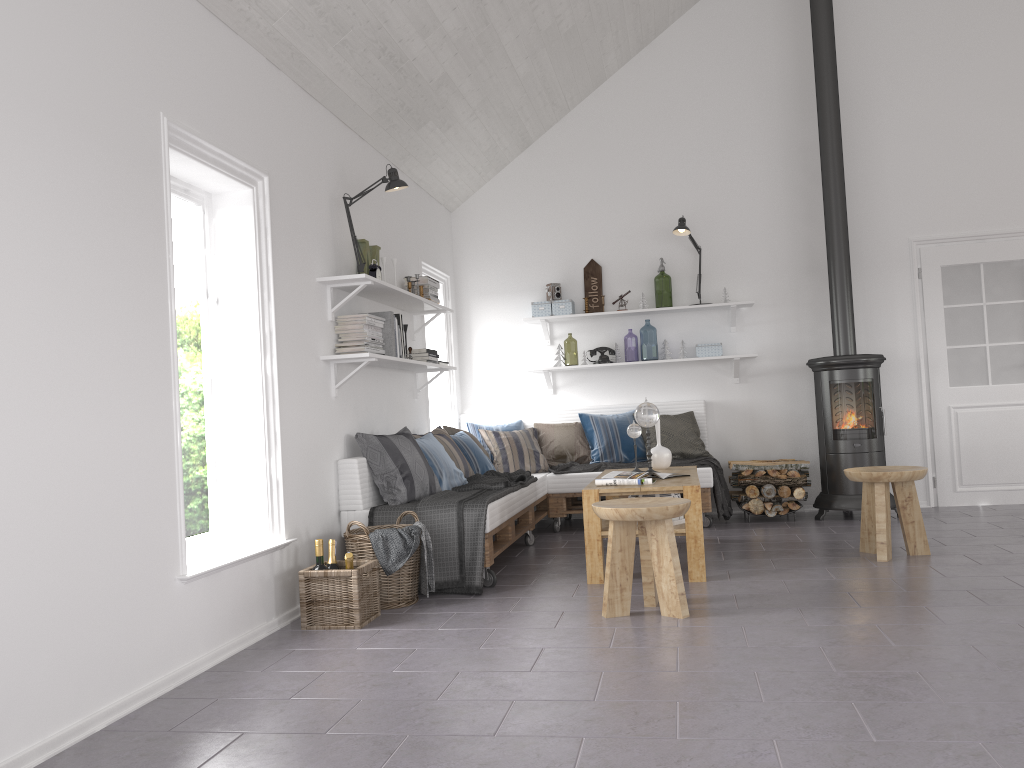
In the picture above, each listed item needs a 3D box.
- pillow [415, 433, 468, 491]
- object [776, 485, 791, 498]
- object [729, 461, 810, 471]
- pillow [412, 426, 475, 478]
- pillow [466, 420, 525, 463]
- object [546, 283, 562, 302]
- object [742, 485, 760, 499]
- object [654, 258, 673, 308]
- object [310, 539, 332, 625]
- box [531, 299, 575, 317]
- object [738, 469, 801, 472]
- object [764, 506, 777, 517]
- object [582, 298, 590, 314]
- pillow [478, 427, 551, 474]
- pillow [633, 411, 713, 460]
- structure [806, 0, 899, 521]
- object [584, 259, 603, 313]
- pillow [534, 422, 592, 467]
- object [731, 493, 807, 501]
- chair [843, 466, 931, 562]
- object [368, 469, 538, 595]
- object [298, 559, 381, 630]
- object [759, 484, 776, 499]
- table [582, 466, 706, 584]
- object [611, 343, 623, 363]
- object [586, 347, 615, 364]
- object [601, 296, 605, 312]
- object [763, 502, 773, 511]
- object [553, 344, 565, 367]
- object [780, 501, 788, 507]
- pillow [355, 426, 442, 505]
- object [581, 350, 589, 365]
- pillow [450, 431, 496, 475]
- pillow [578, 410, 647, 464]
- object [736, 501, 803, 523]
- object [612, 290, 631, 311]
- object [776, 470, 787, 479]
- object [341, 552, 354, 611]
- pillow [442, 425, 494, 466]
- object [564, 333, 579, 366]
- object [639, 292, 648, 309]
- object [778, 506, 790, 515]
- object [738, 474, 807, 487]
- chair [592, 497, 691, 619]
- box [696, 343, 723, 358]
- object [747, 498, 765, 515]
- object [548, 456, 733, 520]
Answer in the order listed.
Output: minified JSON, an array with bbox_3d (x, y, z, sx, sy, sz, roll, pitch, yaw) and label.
[{"bbox_3d":[-0.510,0.506,5.471,0.331,0.401,0.525,-4,-2,30],"label":"pillow"},{"bbox_3d":[2.012,0.793,6.684,0.102,0.102,0.561,-4,-2,10],"label":"object"},{"bbox_3d":[1.898,0.602,6.545,0.571,0.079,0.115,-4,-2,11],"label":"object"},{"bbox_3d":[-0.470,0.495,5.852,0.316,0.438,0.546,-4,-2,23],"label":"pillow"},{"bbox_3d":[-0.086,0.506,7.160,0.534,0.437,0.287,-3,-2,-17],"label":"pillow"},{"bbox_3d":[0.353,-0.751,7.311,0.121,0.157,0.117,-2,-2,-30],"label":"object"},{"bbox_3d":[1.803,0.798,6.748,0.103,0.107,0.516,-3,-2,9],"label":"object"},{"bbox_3d":[1.208,-0.805,7.098,0.136,0.415,0.136,-5,-3,44],"label":"object"},{"bbox_3d":[-0.854,0.884,3.962,0.095,0.377,0.095,-1,-3,-43],"label":"object"},{"bbox_3d":[0.344,-0.607,7.306,0.332,0.131,0.242,-4,-2,11],"label":"box"},{"bbox_3d":[1.986,0.703,6.857,0.483,0.097,0.123,-4,-2,13],"label":"object"},{"bbox_3d":[1.935,0.939,6.696,0.095,0.063,0.562,-4,-2,11],"label":"object"},{"bbox_3d":[0.606,-0.636,7.205,0.085,0.152,0.085,-4,-2,34],"label":"object"},{"bbox_3d":[0.031,0.530,6.887,0.516,0.392,0.358,-2,-2,-20],"label":"pillow"},{"bbox_3d":[1.240,0.409,6.845,0.519,0.395,0.334,-3,-2,-12],"label":"pillow"},{"bbox_3d":[2.385,-1.459,6.659,0.643,4.887,0.626,-3,-2,-13],"label":"structure"},{"bbox_3d":[0.671,-0.798,7.318,0.154,0.480,0.053,-4,-2,16],"label":"object"},{"bbox_3d":[0.421,0.489,6.994,0.521,0.381,0.366,-3,-2,7],"label":"pillow"},{"bbox_3d":[1.924,0.850,6.646,0.539,0.070,0.101,-4,-2,12],"label":"object"},{"bbox_3d":[2.078,0.708,4.899,0.431,0.479,0.431,-3,-2,7],"label":"chair"},{"bbox_3d":[-0.272,0.826,5.378,0.685,0.533,1.892,-4,-2,10],"label":"object"},{"bbox_3d":[-0.774,0.954,4.011,0.276,0.270,0.276,-4,-2,11],"label":"object"},{"bbox_3d":[1.910,0.789,6.703,0.110,0.109,0.463,-3,-2,9],"label":"object"},{"bbox_3d":[0.808,0.787,5.229,0.607,0.485,1.457,-4,-2,11],"label":"table"},{"bbox_3d":[0.848,-0.251,7.206,0.127,0.176,0.007,-4,-2,16],"label":"object"},{"bbox_3d":[0.720,-0.228,7.185,0.203,0.146,0.171,-4,-2,34],"label":"object"},{"bbox_3d":[0.742,-0.642,7.198,0.052,0.148,0.052,-2,-2,-28],"label":"object"},{"bbox_3d":[1.913,0.900,6.689,0.057,0.050,0.561,-4,-2,11],"label":"object"},{"bbox_3d":[0.393,-0.234,7.238,0.113,0.195,0.107,-4,-2,17],"label":"object"},{"bbox_3d":[2.026,0.881,6.666,0.046,0.033,0.425,-4,-2,11],"label":"object"},{"bbox_3d":[-0.640,0.467,5.038,0.301,0.444,0.534,-4,-2,27],"label":"pillow"},{"bbox_3d":[0.586,-0.212,7.142,0.072,0.124,0.068,-3,-2,-5],"label":"object"},{"bbox_3d":[-0.326,0.534,6.273,0.341,0.408,0.523,-4,-2,26],"label":"pillow"},{"bbox_3d":[0.817,0.411,6.909,0.526,0.428,0.311,-3,-2,-11],"label":"pillow"},{"bbox_3d":[1.943,0.956,6.714,0.456,0.118,0.478,-4,-2,11],"label":"object"},{"bbox_3d":[0.886,-0.662,7.180,0.092,0.172,0.177,-2,-2,-21],"label":"object"},{"bbox_3d":[1.999,0.667,6.644,0.059,0.048,0.529,-4,-2,11],"label":"object"},{"bbox_3d":[-0.724,0.905,3.983,0.095,0.332,0.284,-3,-2,-10],"label":"object"},{"bbox_3d":[-0.319,0.517,6.692,0.334,0.438,0.545,-4,-2,16],"label":"pillow"},{"bbox_3d":[0.478,-0.277,7.204,0.111,0.270,0.111,-4,-2,29],"label":"object"},{"bbox_3d":[1.050,-0.662,7.098,0.075,0.147,0.075,-2,-2,-22],"label":"object"},{"bbox_3d":[2.036,0.927,6.695,0.096,0.067,0.467,-4,-2,11],"label":"object"},{"bbox_3d":[1.909,0.708,6.512,0.480,0.104,0.126,-4,-2,12],"label":"object"},{"bbox_3d":[0.579,0.758,3.883,0.431,0.479,0.431,-3,-2,8],"label":"chair"},{"bbox_3d":[1.563,-0.261,7.035,0.202,0.110,0.137,-4,-2,11],"label":"box"},{"bbox_3d":[1.850,0.912,6.737,0.118,0.142,0.520,-4,-2,14],"label":"object"},{"bbox_3d":[0.928,0.815,6.735,1.449,0.508,0.716,-3,-2,0],"label":"object"}]
